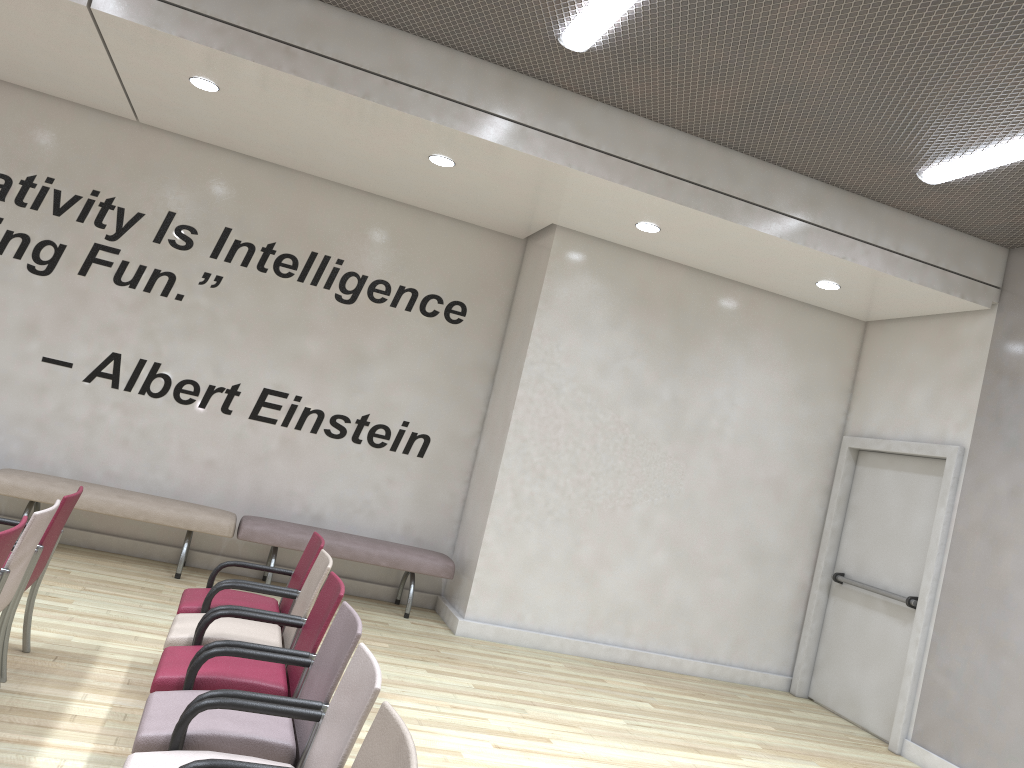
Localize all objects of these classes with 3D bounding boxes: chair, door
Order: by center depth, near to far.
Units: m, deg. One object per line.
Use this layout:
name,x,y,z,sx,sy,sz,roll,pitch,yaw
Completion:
chair,-0.638,1.187,1.993,0.640,0.890,0.513,14,-4,-16
chair,-0.793,1.187,2.519,0.640,0.890,0.513,14,-4,-15
chair,-0.941,1.189,3.053,0.640,0.890,0.513,14,-4,-17
chair,-2.255,0.891,3.240,0.640,0.890,0.513,14,-4,-17
chair,-1.101,1.188,3.592,0.640,0.890,0.513,14,-4,-16
chair,-2.399,0.894,3.771,0.640,0.890,0.513,14,-4,-15
chair,-1.257,1.188,4.118,0.640,0.890,0.513,14,-4,-15
chair,-2.552,0.895,4.311,0.640,0.890,0.513,14,-4,-16
chair,-1.407,1.189,4.646,0.640,0.890,0.513,14,-4,-16
door,3.086,1.669,7.499,0.200,2.400,1.400,14,-4,-16

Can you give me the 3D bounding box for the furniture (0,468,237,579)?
furniture,-3.161,1.112,7.024,1.833,0.550,0.530,14,-4,-16

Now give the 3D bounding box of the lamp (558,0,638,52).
lamp,0.820,-1.992,3.655,0.198,0.045,3.304,14,-4,-16

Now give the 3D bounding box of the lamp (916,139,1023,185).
lamp,3.254,-1.368,4.368,0.198,0.045,3.304,14,-4,-16

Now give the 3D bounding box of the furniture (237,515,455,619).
furniture,-1.432,1.555,7.530,1.833,0.550,0.530,14,-4,-16
